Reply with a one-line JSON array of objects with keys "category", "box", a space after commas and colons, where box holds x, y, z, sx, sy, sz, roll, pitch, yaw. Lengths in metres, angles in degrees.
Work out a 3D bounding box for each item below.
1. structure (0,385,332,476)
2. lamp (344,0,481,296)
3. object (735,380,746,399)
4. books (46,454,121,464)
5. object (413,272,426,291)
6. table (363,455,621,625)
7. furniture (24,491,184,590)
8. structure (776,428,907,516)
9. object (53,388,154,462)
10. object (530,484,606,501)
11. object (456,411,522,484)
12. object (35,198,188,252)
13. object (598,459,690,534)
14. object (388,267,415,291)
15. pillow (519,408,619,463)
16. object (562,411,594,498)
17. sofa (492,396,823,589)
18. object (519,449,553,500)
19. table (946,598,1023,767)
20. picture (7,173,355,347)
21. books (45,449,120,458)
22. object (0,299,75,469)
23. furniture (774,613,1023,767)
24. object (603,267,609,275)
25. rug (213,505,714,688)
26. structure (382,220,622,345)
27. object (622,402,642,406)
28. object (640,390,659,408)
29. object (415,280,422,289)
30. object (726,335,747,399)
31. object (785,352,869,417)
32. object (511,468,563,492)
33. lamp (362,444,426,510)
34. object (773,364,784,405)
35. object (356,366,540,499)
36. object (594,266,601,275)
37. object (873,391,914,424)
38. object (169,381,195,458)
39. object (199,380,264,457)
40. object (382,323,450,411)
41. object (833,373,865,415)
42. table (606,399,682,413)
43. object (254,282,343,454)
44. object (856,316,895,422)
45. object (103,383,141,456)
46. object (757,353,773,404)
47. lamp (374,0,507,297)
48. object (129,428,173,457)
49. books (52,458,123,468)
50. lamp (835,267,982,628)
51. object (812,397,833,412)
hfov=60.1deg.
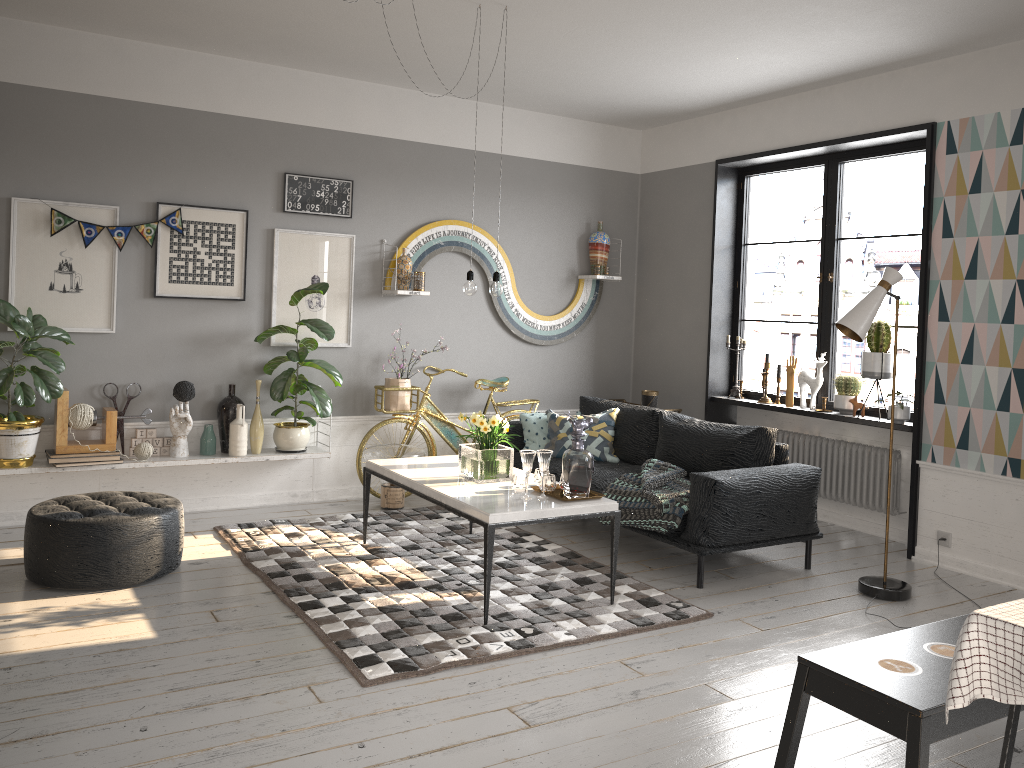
[{"category": "structure", "box": [-2.467, 0.276, 5.409, 2.774, 0.485, 0.309, -1, 3, -31]}, {"category": "lamp", "box": [-0.504, -1.195, 4.080, 0.074, 1.534, 1.397, 3, 3, 28]}, {"category": "object", "box": [1.763, 0.035, 6.811, 0.084, 0.151, 0.085, 1, 2, -27]}, {"category": "books", "box": [-2.573, 0.432, 5.311, 0.384, 0.029, 0.261, -1, 5, -30]}, {"category": "object", "box": [-0.670, -0.740, 6.397, 0.086, 0.139, 0.086, 1, 2, -39]}, {"category": "table", "box": [-0.176, 0.754, 4.659, 0.732, 0.510, 1.461, 0, 5, -31]}, {"category": "furniture", "box": [-2.050, 0.770, 4.476, 0.735, 0.356, 0.737, -2, 6, -44]}, {"category": "structure", "box": [2.196, 0.589, 6.200, 0.148, 0.427, 1.227, 1, 4, -33]}, {"category": "object", "box": [-2.467, 0.251, 5.373, 0.545, 0.439, 0.239, 0, 3, -31]}, {"category": "object", "box": [0.271, 0.532, 4.345, 0.246, 0.015, 0.319, -1, 6, -31]}, {"category": "object", "box": [-0.134, 0.323, 4.660, 0.324, 0.350, 0.353, 1, 3, -29]}, {"category": "object", "box": [-2.475, -0.990, 5.494, 0.914, 0.339, 0.057, 0, 2, -32]}, {"category": "object", "box": [0.840, 0.650, 5.044, 0.490, 0.328, 0.669, 0, 5, -36]}, {"category": "object", "box": [-0.788, -0.748, 6.309, 0.197, 0.165, 0.060, 2, 1, 2]}, {"category": "pillow", "box": [0.418, 0.333, 6.213, 0.800, 0.361, 0.443, 6, 5, 41]}, {"category": "object", "box": [0.322, 0.338, 4.293, 0.155, 0.416, 0.148, 2, 1, -12]}, {"category": "sofa", "box": [0.778, 0.568, 5.712, 0.969, 0.796, 2.348, 0, 5, -32]}, {"category": "object", "box": [0.112, 0.432, 4.231, 0.167, 0.227, 0.082, 1, 2, -20]}, {"category": "table", "box": [1.994, 0.914, 2.078, 2.024, 0.783, 0.934, 0, 4, -31]}, {"category": "picture", "box": [-3.217, -0.578, 2.726, 7.289, 1.791, 4.053, 0, 5, -31]}, {"category": "books", "box": [-2.580, 0.409, 5.317, 0.379, 0.017, 0.230, -1, 6, -34]}, {"category": "object", "box": [-2.832, -0.004, 5.071, 0.547, 0.962, 0.510, 4, 2, 44]}, {"category": "furniture", "box": [1.555, 1.007, 2.740, 1.668, 0.455, 0.467, 0, 4, -31]}, {"category": "object", "box": [0.770, -0.923, 7.224, 0.050, 0.058, 0.050, 0, 3, -41]}, {"category": "rug", "box": [-0.436, 0.974, 4.774, 1.769, 0.034, 2.535, -1, 6, -31]}, {"category": "structure", "box": [-0.022, -0.776, 6.863, 2.021, 0.954, 0.267, 0, 2, -31]}, {"category": "object", "box": [0.935, 0.174, 7.333, 0.246, 0.015, 0.319, -1, 6, -31]}, {"category": "object", "box": [1.088, 0.136, 7.008, 0.141, 0.160, 0.138, 3, 3, 7]}, {"category": "object", "box": [-0.691, -0.720, 6.477, 0.062, 0.081, 0.062, 4, 3, 34]}, {"category": "object", "box": [1.701, -0.132, 6.766, 0.145, 0.489, 0.162, 2, 1, 5]}, {"category": "object", "box": [2.139, -0.011, 6.054, 0.134, 0.409, 0.664, 2, 4, -30]}, {"category": "object", "box": [0.160, 0.492, 4.414, 0.247, 0.087, 0.279, 5, 5, 36]}, {"category": "lamp", "box": [-0.820, 0.640, 6.116, 0.432, 0.437, 0.433, 2, 3, -1]}, {"category": "object", "box": [1.946, -0.003, 6.455, 0.075, 0.300, 0.076, 2, 1, -1]}, {"category": "object", "box": [-0.375, 0.353, 6.615, 1.625, 0.968, 0.427, -1, 3, -40]}, {"category": "object", "box": [0.695, -0.925, 7.218, 0.060, 0.079, 0.060, 0, 3, -43]}, {"category": "object", "box": [2.387, 0.143, 5.478, 0.246, 0.203, 0.171, 1, 3, -29]}, {"category": "object", "box": [-2.095, 0.221, 5.616, 0.155, 0.482, 0.137, 2, 1, -32]}, {"category": "object", "box": [-1.818, 0.215, 5.766, 0.332, 0.487, 0.286, 3, 2, 19]}, {"category": "object", "box": [-0.689, -0.119, 6.381, 0.488, 0.640, 0.254, 2, 1, -13]}, {"category": "object", "box": [2.258, 0.060, 5.945, 0.235, 0.282, 0.213, 4, 3, 33]}, {"category": "table", "box": [1.001, 0.502, 7.206, 0.339, 0.678, 0.745, 1, 3, -31]}, {"category": "object", "box": [-1.427, -0.116, 5.951, 0.567, 1.148, 0.416, 3, 1, 8]}, {"category": "object", "box": [2.329, -0.106, 5.635, 0.236, 0.669, 0.228, 3, 1, 29]}, {"category": "object", "box": [-2.451, 0.223, 5.553, 0.221, 0.463, 0.019, 1, 1, -31]}, {"category": "object", "box": [1.867, -0.046, 6.489, 0.123, 0.375, 0.123, 2, 1, -27]}, {"category": "lamp", "box": [-0.366, -1.191, 4.093, 0.074, 1.534, 1.397, 3, 3, 28]}, {"category": "object", "box": [-2.284, 0.367, 5.618, 0.264, 0.173, 0.078, 1, 2, -25]}, {"category": "books", "box": [-2.566, 0.456, 5.321, 0.368, 0.021, 0.297, -1, 6, -37]}, {"category": "lamp", "box": [2.218, 0.254, 4.590, 1.245, 1.700, 0.681, 1, 2, -33]}, {"category": "object", "box": [2.131, 0.140, 6.042, 0.123, 0.099, 0.123, 2, 3, -9]}]
